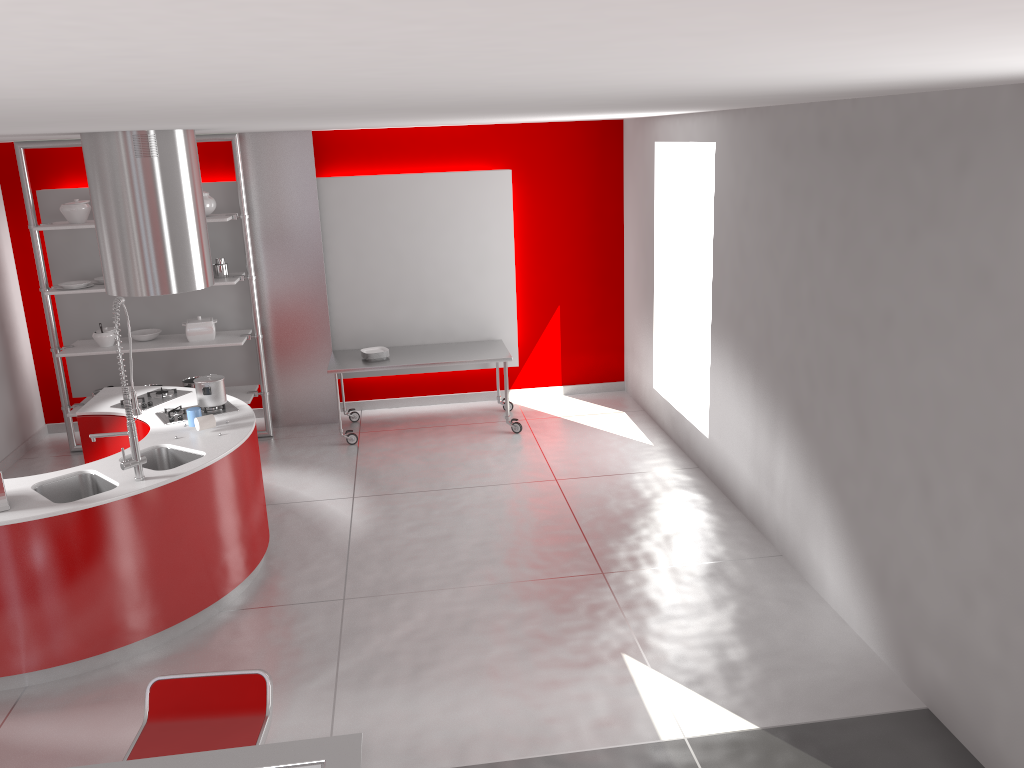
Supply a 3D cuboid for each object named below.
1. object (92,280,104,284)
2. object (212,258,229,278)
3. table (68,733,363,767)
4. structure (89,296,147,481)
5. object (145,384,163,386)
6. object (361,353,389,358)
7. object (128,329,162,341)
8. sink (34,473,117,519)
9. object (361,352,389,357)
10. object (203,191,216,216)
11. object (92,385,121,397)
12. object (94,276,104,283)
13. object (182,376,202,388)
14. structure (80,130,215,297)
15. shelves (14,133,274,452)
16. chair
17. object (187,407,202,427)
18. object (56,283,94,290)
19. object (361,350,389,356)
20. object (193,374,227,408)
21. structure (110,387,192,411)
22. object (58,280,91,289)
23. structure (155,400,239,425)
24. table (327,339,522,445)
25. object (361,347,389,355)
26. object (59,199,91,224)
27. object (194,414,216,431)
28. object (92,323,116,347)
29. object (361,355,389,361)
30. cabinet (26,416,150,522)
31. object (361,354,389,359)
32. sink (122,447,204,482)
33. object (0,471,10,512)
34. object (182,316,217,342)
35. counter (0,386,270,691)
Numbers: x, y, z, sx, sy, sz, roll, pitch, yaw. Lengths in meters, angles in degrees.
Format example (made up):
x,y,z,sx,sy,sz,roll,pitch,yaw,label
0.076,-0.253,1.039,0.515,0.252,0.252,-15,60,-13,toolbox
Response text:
x,y,z,sx,sy,sz,roll,pitch,yaw,label
-3.380,-0.863,7.463,0.280,0.015,0.280,7,18,29,object
-2.462,-0.981,7.485,0.127,0.157,0.127,-1,16,3,object
-1.161,1.561,1.977,1.700,1.000,0.800,-4,16,-7,table
-1.958,0.033,4.430,0.178,0.920,0.308,9,19,35,structure
-3.090,0.083,7.622,0.196,0.122,0.182,11,20,39,object
-1.186,-0.255,7.680,0.228,0.020,0.228,-9,17,-24,object
-3.139,-0.410,7.592,0.272,0.072,0.272,-16,21,-41,object
-2.194,0.614,4.490,0.428,0.172,0.326,12,21,42,sink
-1.186,-0.265,7.677,0.228,0.020,0.228,-9,17,-24,object
-2.589,-1.489,7.310,0.287,0.222,0.287,9,19,35,object
-3.457,0.097,7.607,0.308,0.130,0.407,-2,16,0,object
-3.380,-0.876,7.460,0.244,0.042,0.244,-6,16,-15,object
-2.710,0.040,7.651,0.240,0.161,0.259,-9,17,-23,object
-2.234,-1.064,5.477,0.644,0.958,0.644,-15,20,-39,structure
-3.021,-0.725,7.435,1.735,2.599,0.535,-4,16,-7,shelves
-0.956,1.399,2.796,0.418,0.857,0.460,-3,16,-2,chair
-1.900,0.193,5.298,0.080,0.100,0.109,-13,19,-33,object
-3.558,-0.790,7.226,0.280,0.015,0.280,7,18,29,object
-1.187,-0.275,7.675,0.228,0.020,0.228,-9,17,-24,object
-1.914,0.038,5.634,0.218,0.185,0.189,13,22,43,object
-2.412,0.086,5.941,0.303,0.037,0.457,4,17,22,structure
-3.559,-0.803,7.222,0.244,0.042,0.244,-9,17,-22,object
-1.996,0.161,5.615,0.457,0.037,0.303,-12,18,-31,structure
-0.768,0.062,7.870,1.627,0.682,0.749,-4,16,-6,table
-1.187,-0.285,7.672,0.228,0.020,0.228,-9,17,-24,object
-3.514,-1.391,7.147,0.231,0.191,0.231,8,19,32,object
-1.808,0.223,5.211,0.100,0.080,0.109,-14,19,-36,object
-3.398,-0.420,7.398,0.192,0.214,0.192,-8,17,-20,object
-1.185,-0.235,7.686,0.228,0.020,0.228,-9,17,-24,object
-2.854,0.823,4.956,1.025,0.761,1.875,10,20,36,cabinet
-1.185,-0.245,7.683,0.228,0.020,0.228,-9,17,-24,object
-1.899,0.498,4.860,0.428,0.172,0.326,7,18,31,sink
-2.450,0.501,4.194,0.091,0.178,0.137,-13,19,-33,object
-2.651,-0.480,7.546,0.282,0.197,0.235,-7,16,-17,object
-2.580,0.845,4.957,1.868,0.880,2.865,5,17,26,counter
